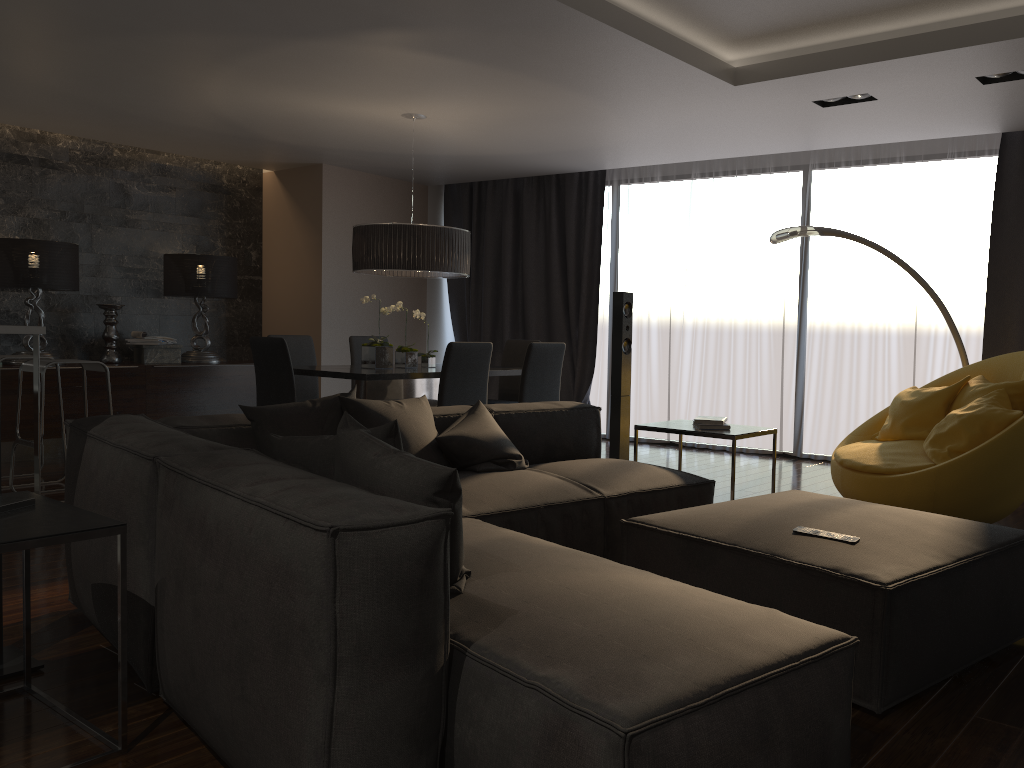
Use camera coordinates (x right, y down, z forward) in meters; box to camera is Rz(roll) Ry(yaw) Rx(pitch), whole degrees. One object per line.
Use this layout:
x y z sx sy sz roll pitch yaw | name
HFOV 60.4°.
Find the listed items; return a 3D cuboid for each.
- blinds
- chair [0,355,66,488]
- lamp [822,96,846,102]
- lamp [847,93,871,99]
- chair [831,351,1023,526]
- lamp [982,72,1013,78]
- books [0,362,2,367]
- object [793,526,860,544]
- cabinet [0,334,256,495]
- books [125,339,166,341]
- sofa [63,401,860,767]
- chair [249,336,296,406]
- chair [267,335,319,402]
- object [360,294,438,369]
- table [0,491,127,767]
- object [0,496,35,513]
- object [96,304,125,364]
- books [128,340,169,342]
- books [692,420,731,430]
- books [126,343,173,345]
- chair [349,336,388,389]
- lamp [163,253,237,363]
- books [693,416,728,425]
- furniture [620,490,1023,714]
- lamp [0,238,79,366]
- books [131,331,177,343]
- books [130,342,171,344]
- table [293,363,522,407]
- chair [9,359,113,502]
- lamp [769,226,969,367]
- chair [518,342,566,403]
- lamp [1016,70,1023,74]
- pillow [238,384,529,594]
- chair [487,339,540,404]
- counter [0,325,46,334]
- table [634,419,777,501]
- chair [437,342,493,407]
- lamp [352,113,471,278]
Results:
2.239 -0.794 7.353 7.137 2.892 0.785 4 4 32 | blinds
-3.147 0.222 5.595 0.398 0.800 0.454 4 4 40 | chair
1.982 -1.792 5.463 0.168 0.077 0.186 4 4 35 | lamp
2.114 -1.782 5.354 0.186 0.077 0.167 -1 4 -38 | lamp
2.420 0.295 4.976 1.124 1.005 1.536 2 3 8 | chair
2.686 -1.738 4.879 0.186 0.077 0.168 -1 4 -31 | lamp
-3.785 -0.135 6.215 0.174 0.034 0.251 3 4 19 | books
0.987 0.474 2.767 0.197 0.015 0.054 4 5 39 | object
-3.211 -0.563 4.498 4.214 2.499 7.295 4 4 41 | cabinet
-3.073 -0.373 7.428 0.257 0.011 0.313 1 4 -7 | books
0.112 0.506 3.044 2.622 0.703 2.588 -2 5 -40 | sofa
-1.298 0.189 5.533 0.405 0.964 0.603 4 4 41 | chair
-1.443 0.137 6.316 0.542 0.964 0.451 4 4 40 | chair
-0.801 -0.366 6.124 0.294 0.501 0.605 3 4 37 | object
-1.298 0.603 2.115 0.569 0.562 0.475 4 4 40 | table
-1.404 0.172 2.149 0.280 0.287 0.289 2 3 10 | object
-3.288 -0.411 7.209 0.210 0.485 0.206 1 3 -2 | object
-3.069 -0.363 7.436 0.259 0.011 0.311 1 4 -12 | books
1.038 0.213 4.587 0.163 0.023 0.231 1 4 1 | books
-3.061 -0.342 7.437 0.255 0.011 0.316 1 4 -2 | books
-0.958 0.114 6.873 0.542 0.964 0.451 4 4 40 | chair
-2.747 -0.659 7.771 0.617 0.933 0.568 0 3 -23 | lamp
1.040 0.190 4.601 0.151 0.022 0.211 3 4 17 | books
1.115 0.657 3.108 1.157 0.439 1.035 -2 4 -40 | furniture
-3.655 -0.616 6.727 0.565 0.933 0.620 3 4 31 | lamp
-3.056 -0.391 7.507 0.288 0.109 0.305 -2 5 -40 | books
-3.057 -0.353 7.453 0.259 0.011 0.311 1 4 -12 | books
-0.698 0.265 6.191 0.986 0.760 1.689 4 4 41 | table
-2.633 0.261 5.169 0.398 0.800 0.454 4 4 40 | chair
3.754 -0.094 5.523 4.108 1.778 0.599 2 3 17 | lamp
0.034 0.189 6.051 0.542 0.964 0.451 4 4 40 | chair
2.818 -1.728 4.771 0.186 0.077 0.167 -1 4 -38 | lamp
-0.538 0.237 3.042 1.052 0.430 2.111 2 4 5 | pillow
-0.102 0.135 6.872 0.405 0.964 0.603 4 4 41 | chair
-4.856 -0.294 3.893 2.551 0.041 4.248 4 5 41 | counter
1.010 0.504 4.620 0.569 0.562 0.475 4 4 40 | table
-0.452 0.212 5.494 0.542 0.964 0.451 4 4 40 | chair
-0.688 -1.313 6.110 0.838 1.102 0.770 0 3 -26 | lamp
